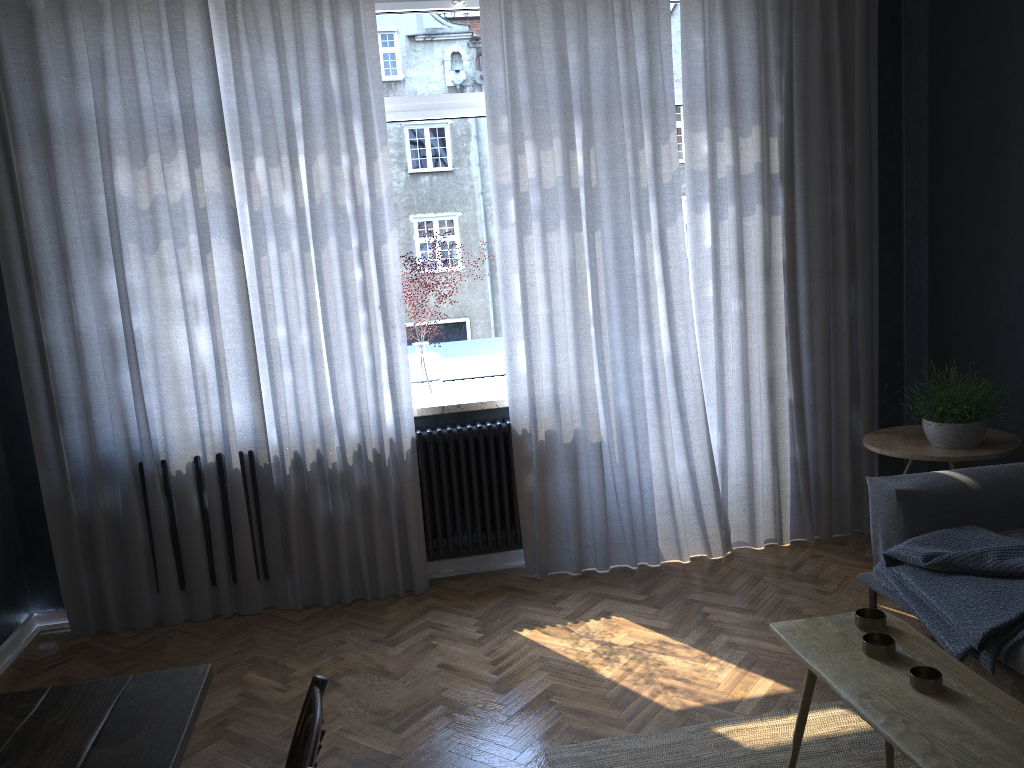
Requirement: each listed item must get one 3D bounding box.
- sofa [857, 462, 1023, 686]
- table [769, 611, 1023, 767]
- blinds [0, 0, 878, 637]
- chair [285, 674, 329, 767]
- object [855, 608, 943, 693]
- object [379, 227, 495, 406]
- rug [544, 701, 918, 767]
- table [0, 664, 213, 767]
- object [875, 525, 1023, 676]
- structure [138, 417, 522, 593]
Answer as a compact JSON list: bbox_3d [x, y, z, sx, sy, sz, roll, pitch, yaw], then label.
[{"bbox_3d":[1.917,0.645,2.284,0.970,0.800,2.335,-6,9,-9],"label":"sofa"},{"bbox_3d":[0.877,0.909,1.940,0.339,0.551,0.786,-6,9,-8],"label":"table"},{"bbox_3d":[-0.138,-0.469,3.991,3.991,2.796,0.311,-6,10,-8],"label":"blinds"},{"bbox_3d":[-0.500,0.953,1.460,0.467,0.822,0.362,-6,9,-9],"label":"chair"},{"bbox_3d":[0.859,0.603,2.027,0.103,0.033,0.368,-4,9,2],"label":"object"},{"bbox_3d":[-0.386,-0.302,4.068,0.513,0.811,0.598,-11,11,-34],"label":"object"},{"bbox_3d":[0.751,1.214,1.828,1.003,0.013,2.006,-6,9,-9],"label":"rug"},{"bbox_3d":[-1.022,1.106,1.050,1.126,0.729,1.600,-6,9,-8],"label":"table"},{"bbox_3d":[1.524,0.621,2.806,0.490,0.330,0.665,-5,9,-4],"label":"object"},{"bbox_3d":[-0.756,0.534,4.109,1.846,0.602,0.215,-6,10,-8],"label":"structure"}]
